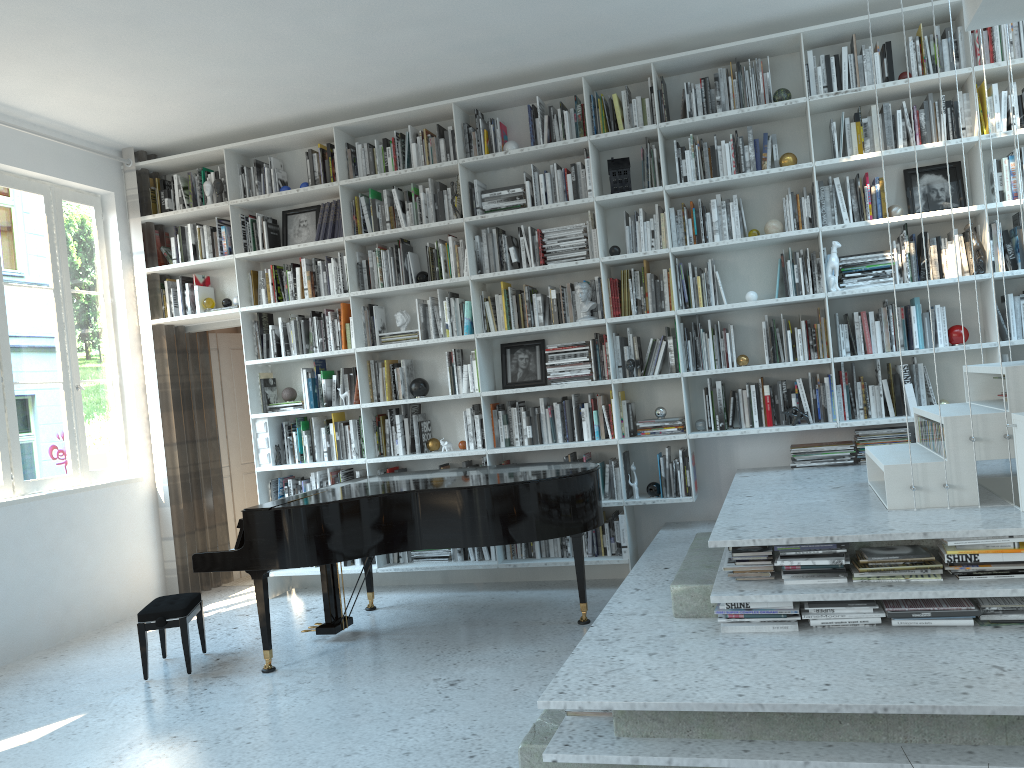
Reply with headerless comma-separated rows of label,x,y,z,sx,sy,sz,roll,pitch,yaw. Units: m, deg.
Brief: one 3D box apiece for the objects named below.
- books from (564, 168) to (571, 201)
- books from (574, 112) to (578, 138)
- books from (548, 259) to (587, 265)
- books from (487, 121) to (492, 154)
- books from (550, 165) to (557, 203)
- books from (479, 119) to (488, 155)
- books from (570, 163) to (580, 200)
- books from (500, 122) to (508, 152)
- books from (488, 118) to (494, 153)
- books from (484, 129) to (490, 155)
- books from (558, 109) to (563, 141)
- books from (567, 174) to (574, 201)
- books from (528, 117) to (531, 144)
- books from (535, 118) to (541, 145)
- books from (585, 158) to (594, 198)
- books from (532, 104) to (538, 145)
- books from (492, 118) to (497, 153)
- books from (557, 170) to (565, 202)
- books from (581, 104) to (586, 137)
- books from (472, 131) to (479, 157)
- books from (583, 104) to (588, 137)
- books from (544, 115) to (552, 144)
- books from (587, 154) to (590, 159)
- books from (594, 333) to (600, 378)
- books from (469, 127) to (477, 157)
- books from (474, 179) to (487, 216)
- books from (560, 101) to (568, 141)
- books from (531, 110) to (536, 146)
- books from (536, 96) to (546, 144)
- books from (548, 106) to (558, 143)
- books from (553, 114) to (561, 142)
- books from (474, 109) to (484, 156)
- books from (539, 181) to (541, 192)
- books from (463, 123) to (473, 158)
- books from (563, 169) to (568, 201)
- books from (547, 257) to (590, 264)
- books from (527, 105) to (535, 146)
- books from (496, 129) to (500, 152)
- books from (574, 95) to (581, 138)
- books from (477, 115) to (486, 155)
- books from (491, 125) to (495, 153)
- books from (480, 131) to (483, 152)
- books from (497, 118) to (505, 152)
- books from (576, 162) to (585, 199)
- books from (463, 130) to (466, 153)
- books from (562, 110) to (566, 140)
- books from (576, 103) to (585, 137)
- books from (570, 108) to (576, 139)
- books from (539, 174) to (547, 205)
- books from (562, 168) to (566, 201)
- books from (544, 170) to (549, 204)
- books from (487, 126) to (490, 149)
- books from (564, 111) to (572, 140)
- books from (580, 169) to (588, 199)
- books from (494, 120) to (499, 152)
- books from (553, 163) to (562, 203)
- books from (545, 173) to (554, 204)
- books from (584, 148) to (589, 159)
books,0.366,-1.227,5.581,0.012,0.230,0.158,-5,0,17
books,0.420,-1.588,5.573,0.014,0.204,0.135,-5,0,17
books,0.365,-0.761,5.607,0.254,0.012,0.161,-6,0,13
books,-0.121,-1.556,5.733,0.014,0.248,0.139,-5,0,17
books,0.286,-1.241,5.629,0.029,0.273,0.140,-5,0,17
books,-0.167,-1.560,5.726,0.011,0.265,0.163,-5,0,17
books,0.411,-1.241,5.562,0.032,0.248,0.173,-5,0,17
books,-0.046,-1.558,5.720,0.004,0.235,0.137,-5,0,17
books,-0.111,-1.566,5.722,0.013,0.264,0.147,-5,0,17
books,-0.144,-1.528,5.733,0.023,0.195,0.172,-5,0,17
books,0.328,-1.595,5.583,0.023,0.236,0.154,-5,0,17
books,0.386,-1.208,5.572,0.029,0.188,0.176,-5,0,17
books,0.137,-1.581,5.654,0.012,0.245,0.151,-5,0,17
books,0.193,-1.568,5.640,0.031,0.208,0.146,-5,0,17
books,0.505,-1.245,5.477,0.037,0.237,0.272,-5,0,17
books,0.165,-1.609,5.634,0.011,0.296,0.157,-5,0,17
books,-0.089,-1.563,5.709,0.005,0.255,0.168,-5,0,17
books,0.327,-1.219,5.587,0.023,0.223,0.190,-5,0,17
books,0.468,-1.613,5.553,0.014,0.244,0.145,-5,0,17
books,-0.213,-1.520,5.749,0.026,0.194,0.166,-5,0,17
books,0.479,-1.612,5.541,0.014,0.239,0.153,-5,0,17
books,0.235,-1.573,5.609,0.050,0.211,0.172,-5,0,17
books,0.504,-1.275,5.562,0.010,0.299,0.133,-5,0,17
books,0.551,-0.172,5.596,0.011,0.299,0.130,-5,0,17
books,-0.234,-1.535,5.768,0.023,0.228,0.157,-5,0,17
books,-0.195,-1.181,5.741,0.021,0.249,0.191,-5,0,17
books,0.338,-1.613,5.564,0.010,0.270,0.180,-5,0,17
books,0.159,-1.594,5.646,0.011,0.267,0.129,-5,0,17
books,0.199,-1.630,5.612,0.010,0.331,0.186,-5,0,17
books,0.274,-1.607,5.614,0.028,0.270,0.140,-5,0,17
books,0.301,-1.576,5.587,0.033,0.203,0.166,-5,0,17
books,-0.197,-1.596,5.755,0.014,0.341,0.145,-5,0,17
books,0.205,-1.198,5.647,0.011,0.204,0.133,-5,0,17
books,-0.264,-1.545,5.757,0.026,0.253,0.185,-5,0,17
books,0.357,-1.226,5.591,0.010,0.230,0.152,-5,0,17
books,0.364,-0.773,5.609,0.254,0.012,0.161,-6,0,20
books,0.141,-1.605,5.633,0.014,0.292,0.176,-5,0,17
books,-0.064,-1.531,5.713,0.010,0.186,0.152,-5,0,17
books,0.425,-1.641,5.563,0.012,0.308,0.138,-5,0,17
books,-0.185,-1.574,5.746,0.010,0.296,0.153,-5,0,17
books,-0.097,-1.544,5.715,0.016,0.219,0.144,-5,0,17
books,-0.167,-1.530,5.755,0.011,0.205,0.145,-5,0,17
books,-0.060,-1.567,5.703,0.011,0.256,0.143,-5,0,17
books,0.444,-1.250,5.568,0.029,0.261,0.133,-5,0,17
books,-0.276,-1.544,5.781,0.012,0.254,0.161,-5,0,17
books,0.354,-1.588,5.571,0.012,0.217,0.179,-5,0,17
books,0.445,-1.611,5.550,0.028,0.244,0.161,-5,0,17
books,0.401,-1.601,5.585,0.026,0.234,0.137,-5,0,17
books,0.218,-1.205,5.628,0.027,0.216,0.190,-5,0,17
books,0.349,-1.230,5.605,0.011,0.239,0.139,-5,0,17
books,0.238,-1.221,5.634,0.012,0.244,0.131,-5,0,17
books,-0.126,-1.548,5.748,0.006,0.233,0.136,-5,0,17
books,0.366,-1.582,5.550,0.023,0.202,0.193,-5,0,17
books,0.470,-1.223,5.547,0.029,0.202,0.191,-5,0,17
books,-0.075,-1.562,5.725,0.013,0.249,0.148,-5,0,17
books,0.305,-1.241,5.602,0.023,0.269,0.184,-5,0,17
books,0.256,-1.210,5.619,0.028,0.219,0.183,-5,0,17
books,0.486,-1.291,5.548,0.012,0.334,0.155,-5,0,17
